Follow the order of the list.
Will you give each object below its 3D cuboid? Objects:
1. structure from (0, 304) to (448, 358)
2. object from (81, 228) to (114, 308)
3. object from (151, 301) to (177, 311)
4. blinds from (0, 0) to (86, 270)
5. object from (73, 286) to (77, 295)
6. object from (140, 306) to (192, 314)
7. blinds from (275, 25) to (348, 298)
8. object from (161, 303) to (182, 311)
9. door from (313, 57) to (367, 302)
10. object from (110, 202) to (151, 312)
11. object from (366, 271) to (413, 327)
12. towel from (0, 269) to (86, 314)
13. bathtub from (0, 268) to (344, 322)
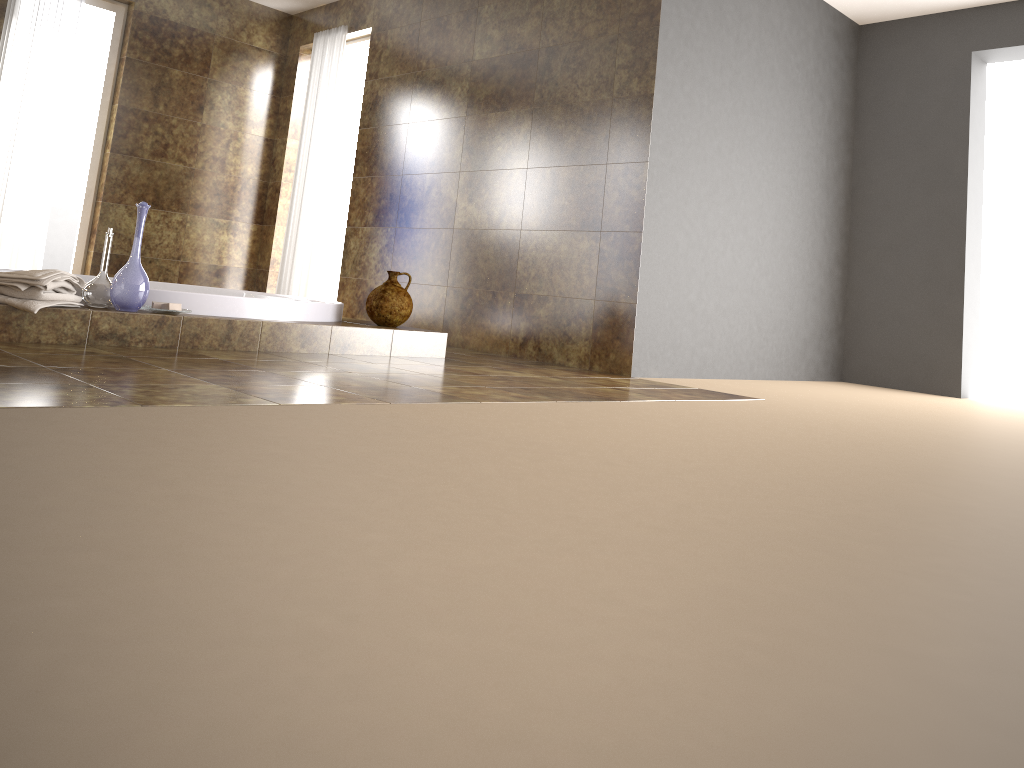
[{"bbox_3d":[-1.727,-0.334,4.231,1.976,0.125,2.022,1,7,-44],"label":"structure"},{"bbox_3d":[-1.560,-0.446,3.306,0.128,0.312,0.130,10,-7,-37],"label":"object"},{"bbox_3d":[-1.341,-0.299,3.345,0.099,0.032,0.061,4,3,-29],"label":"object"},{"bbox_3d":[-3.261,-1.734,5.798,0.506,2.295,0.067,12,-10,-44],"label":"blinds"},{"bbox_3d":[-1.750,-0.348,3.283,0.171,0.076,0.167,7,4,27],"label":"object"},{"bbox_3d":[-1.337,-0.281,3.333,0.191,0.019,0.187,9,6,34],"label":"object"},{"bbox_3d":[-1.537,-1.625,6.577,0.486,2.307,0.067,-1,-10,44],"label":"blinds"},{"bbox_3d":[-1.296,-0.292,3.290,0.052,0.034,0.074,4,3,-44],"label":"object"},{"bbox_3d":[-1.239,-1.595,7.129,0.957,2.257,0.039,7,-8,-10],"label":"door"},{"bbox_3d":[-1.418,-0.482,3.254,0.133,0.425,0.135,10,-8,-37],"label":"object"},{"bbox_3d":[-0.597,-0.419,4.236,0.231,0.278,0.225,5,-2,17],"label":"object"},{"bbox_3d":[-1.713,-0.336,3.030,0.339,0.152,0.319,6,3,0],"label":"towel"},{"bbox_3d":[-1.726,-0.341,4.230,1.740,0.528,1.751,5,4,-14],"label":"bathtub"}]
